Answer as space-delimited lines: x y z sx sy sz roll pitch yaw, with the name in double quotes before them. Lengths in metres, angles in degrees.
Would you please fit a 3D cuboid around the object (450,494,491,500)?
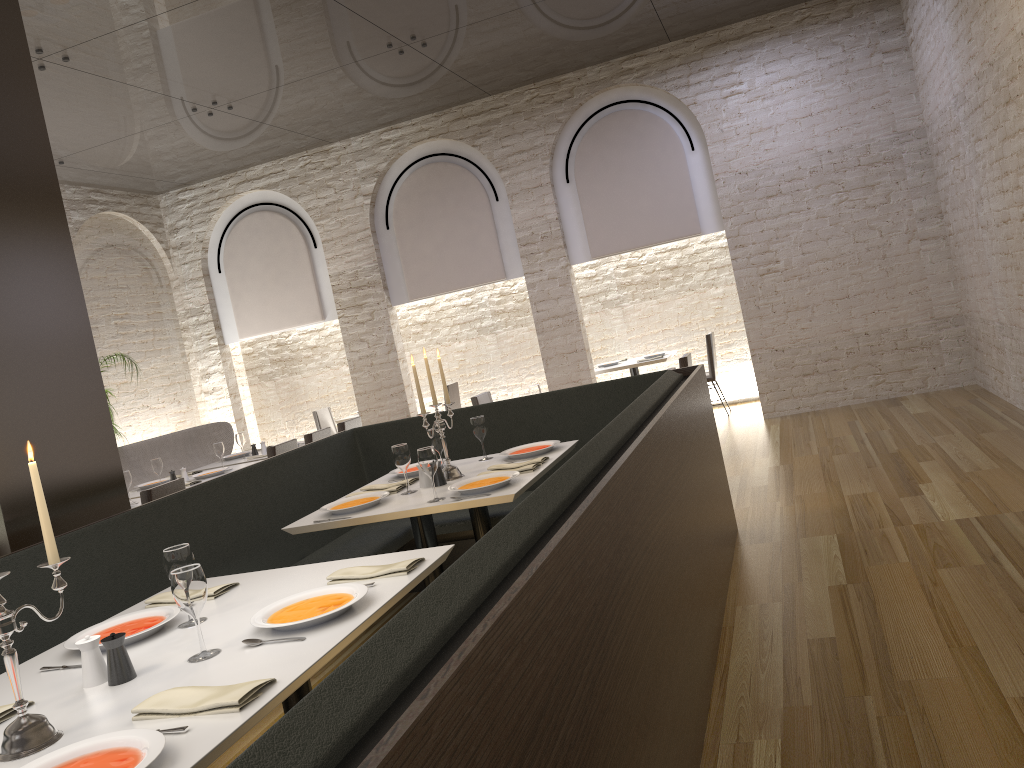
"object" -0.174 0.466 3.668 0.181 0.015 0.038 -11 3 19

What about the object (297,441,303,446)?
"object" -2.063 0.575 8.104 0.323 0.036 0.320 -14 4 -35

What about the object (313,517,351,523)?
"object" -0.777 0.586 3.837 0.185 0.010 0.017 -11 3 17

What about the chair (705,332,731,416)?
"chair" 2.042 -0.075 9.823 0.564 0.905 0.413 -11 2 18

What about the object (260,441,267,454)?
"object" -2.285 0.580 8.150 0.060 0.109 0.059 -13 2 -37

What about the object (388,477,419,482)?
"object" -0.554 0.491 4.577 0.185 0.010 0.017 -11 3 17

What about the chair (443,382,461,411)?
"chair" -0.872 0.484 10.752 0.564 0.905 0.413 -11 2 18

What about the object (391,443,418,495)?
"object" -0.503 0.397 4.137 0.087 0.230 0.086 -13 2 -36

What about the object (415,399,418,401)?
"object" -1.300 0.237 10.863 0.323 0.036 0.320 -15 4 -37

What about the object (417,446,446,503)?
"object" -0.346 0.386 3.786 0.087 0.230 0.086 -13 2 -36

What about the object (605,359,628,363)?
"object" 1.214 -0.260 10.422 0.272 0.033 0.143 -11 4 17

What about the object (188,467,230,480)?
"object" -2.391 0.714 7.016 0.323 0.036 0.320 -14 4 -35

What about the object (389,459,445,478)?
"object" -0.498 0.458 4.743 0.321 0.036 0.322 -11 4 13

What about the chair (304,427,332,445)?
"chair" -1.774 0.878 7.573 0.564 0.905 0.413 -11 2 18

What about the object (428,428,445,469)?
"object" -0.372 0.341 4.571 0.087 0.230 0.086 -13 2 -36

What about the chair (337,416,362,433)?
"chair" -1.608 0.808 8.125 0.564 0.905 0.413 -11 2 18

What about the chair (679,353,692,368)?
"chair" 1.268 0.253 7.255 0.564 0.905 0.413 -11 2 18

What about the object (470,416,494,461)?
"object" -0.162 0.288 4.700 0.087 0.230 0.086 -12 2 -12

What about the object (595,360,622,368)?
"object" 1.098 -0.223 10.101 0.323 0.036 0.320 -15 4 -37

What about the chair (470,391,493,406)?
"chair" 0.041 0.489 7.646 0.564 0.905 0.413 -11 2 18

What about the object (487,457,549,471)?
"object" 0.031 0.385 4.244 0.272 0.033 0.143 -11 4 17

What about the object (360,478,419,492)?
"object" -0.611 0.508 4.456 0.272 0.033 0.143 -11 4 17

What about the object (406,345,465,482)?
"object" -0.362 0.138 4.292 0.131 0.656 0.392 -11 2 28

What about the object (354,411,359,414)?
"object" -1.802 0.334 11.026 0.323 0.036 0.320 -15 4 -37

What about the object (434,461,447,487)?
"object" -0.350 0.420 4.174 0.069 0.126 0.068 -13 2 -31

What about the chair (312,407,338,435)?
"chair" -2.098 0.719 11.143 0.564 0.905 0.413 -11 2 18

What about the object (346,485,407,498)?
"object" -0.655 0.526 4.308 0.272 0.033 0.143 -11 4 17

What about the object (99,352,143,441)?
"object" -3.891 0.752 8.190 1.145 1.973 1.189 -12 2 -2

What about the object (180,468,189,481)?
"object" -2.613 0.719 7.062 0.060 0.109 0.059 -13 2 -37

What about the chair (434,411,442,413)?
"chair" -0.285 0.627 6.563 0.564 0.905 0.413 -11 2 18

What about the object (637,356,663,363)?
"object" 1.496 -0.268 9.596 0.272 0.033 0.143 -11 4 17

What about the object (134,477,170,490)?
"object" -2.893 0.811 7.178 0.323 0.036 0.320 -14 4 -35

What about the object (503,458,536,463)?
"object" 0.041 0.375 4.381 0.181 0.015 0.038 -11 3 19

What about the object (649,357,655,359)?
"object" 1.544 -0.288 9.765 0.181 0.015 0.038 -11 3 19

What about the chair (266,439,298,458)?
"chair" -1.935 0.947 7.038 0.564 0.905 0.413 -11 2 18

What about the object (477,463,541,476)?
"object" -0.013 0.404 4.097 0.272 0.033 0.143 -11 4 17

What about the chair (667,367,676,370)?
"chair" 0.941 0.392 6.172 0.564 0.905 0.413 -11 2 18

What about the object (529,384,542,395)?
"object" 0.177 0.121 6.199 0.086 0.230 0.086 -13 2 -42

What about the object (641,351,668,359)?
"object" 1.600 -0.319 9.939 0.323 0.036 0.320 -15 4 -37

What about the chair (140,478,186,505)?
"chair" -2.340 1.118 5.693 0.564 0.905 0.413 -11 2 18

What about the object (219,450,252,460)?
"object" -2.565 0.672 8.266 0.323 0.036 0.320 -14 4 -35

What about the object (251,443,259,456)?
"object" -2.364 0.598 8.127 0.060 0.109 0.059 -13 2 -37

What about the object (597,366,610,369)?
"object" 1.043 -0.189 9.927 0.185 0.010 0.017 -11 3 17

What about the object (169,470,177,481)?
"object" -2.692 0.737 7.039 0.060 0.109 0.059 -13 2 -37

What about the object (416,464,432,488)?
"object" -0.419 0.431 4.220 0.069 0.126 0.068 -13 2 -31

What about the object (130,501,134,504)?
"object" -2.708 0.849 5.963 0.323 0.036 0.320 -14 4 -35
